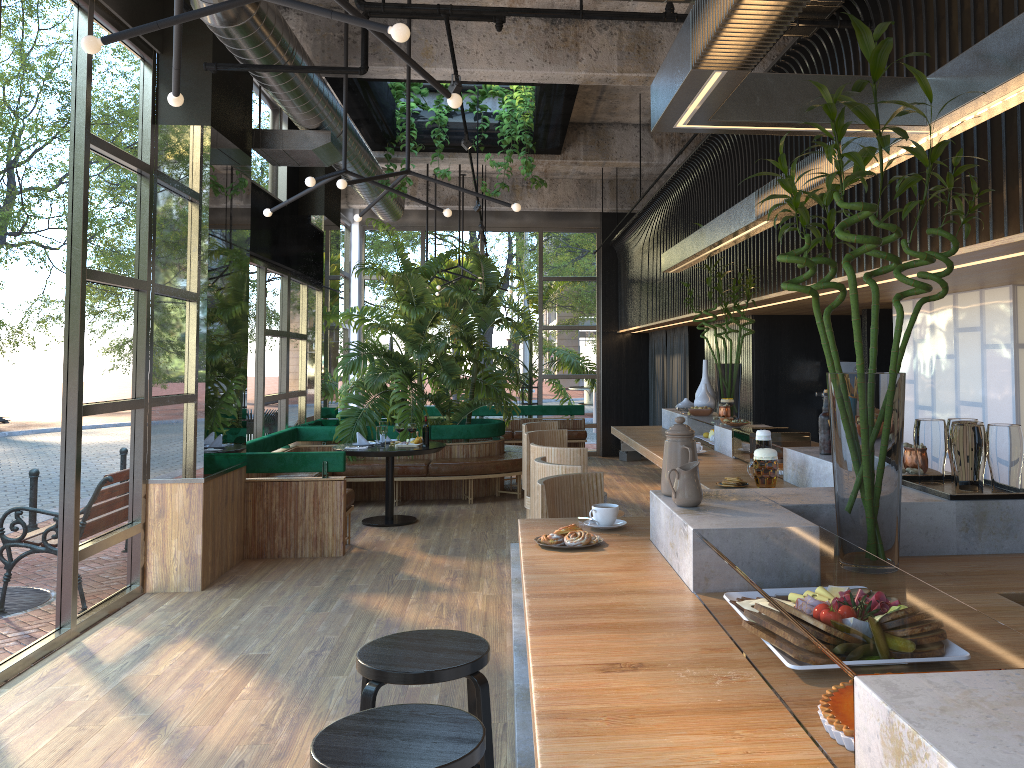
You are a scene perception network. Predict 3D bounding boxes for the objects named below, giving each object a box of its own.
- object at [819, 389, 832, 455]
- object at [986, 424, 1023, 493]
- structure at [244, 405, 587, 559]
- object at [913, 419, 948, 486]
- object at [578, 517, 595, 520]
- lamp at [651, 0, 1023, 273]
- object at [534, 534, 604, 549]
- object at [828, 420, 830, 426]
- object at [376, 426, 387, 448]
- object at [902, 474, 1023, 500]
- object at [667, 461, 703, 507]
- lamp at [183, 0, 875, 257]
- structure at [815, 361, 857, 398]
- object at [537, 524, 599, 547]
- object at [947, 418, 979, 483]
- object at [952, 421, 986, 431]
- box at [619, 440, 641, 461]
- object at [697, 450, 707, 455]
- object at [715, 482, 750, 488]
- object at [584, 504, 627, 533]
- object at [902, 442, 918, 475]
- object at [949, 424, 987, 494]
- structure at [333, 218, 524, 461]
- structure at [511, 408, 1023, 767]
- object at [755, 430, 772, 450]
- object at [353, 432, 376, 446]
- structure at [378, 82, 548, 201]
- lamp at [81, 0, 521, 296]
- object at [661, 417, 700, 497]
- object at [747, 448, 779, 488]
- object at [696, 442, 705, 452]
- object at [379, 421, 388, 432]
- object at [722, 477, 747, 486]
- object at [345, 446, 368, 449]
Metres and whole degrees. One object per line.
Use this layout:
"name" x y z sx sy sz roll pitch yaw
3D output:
"object" 1.342 0.159 3.771 0.072 0.277 0.078 -2 -3 33
"object" 1.467 0.226 2.642 0.100 0.210 0.110 -2 -3 42
"structure" 0.539 0.703 4.632 6.075 1.551 19.954 0 2 -1
"object" 1.354 0.220 2.870 0.100 0.210 0.110 -2 -3 42
"object" 0.259 0.458 3.022 0.030 0.027 0.131 0 1 -24
"lamp" 2.572 -1.899 4.231 5.051 2.136 6.640 0 1 -8
"object" 0.172 0.475 2.681 0.197 0.013 0.215 1 2 33
"object" 1.339 0.221 3.601 0.103 0.162 0.107 -1 -2 32
"object" -1.260 0.513 8.579 0.101 0.210 0.109 -1 -2 32
"object" 1.390 0.318 2.753 0.275 0.019 0.434 0 2 -2
"object" 0.480 0.278 2.465 0.099 0.119 0.087 0 -1 6
"lamp" -0.291 -2.338 9.203 3.824 1.533 9.933 0 2 -4
"structure" 3.144 0.568 8.089 0.554 1.598 0.831 0 -2 -2
"object" 0.176 0.456 2.675 0.155 0.053 0.160 1 2 42
"object" 1.469 0.219 2.889 0.100 0.210 0.110 -2 -3 42
"object" 1.417 0.223 2.757 0.101 0.210 0.109 -1 -2 32
"box" 1.864 0.981 14.008 0.339 0.443 0.273 0 -2 -14
"object" 1.050 0.399 5.162 0.162 0.020 0.158 0 2 -6
"object" 0.958 0.440 3.852 0.156 0.013 0.143 -1 2 -32
"object" 0.213 0.442 2.821 0.175 0.073 0.433 0 2 33
"object" 1.412 0.261 3.146 0.086 0.107 0.161 -1 -1 43
"object" 1.359 0.226 2.643 0.100 0.210 0.110 -2 -3 42
"structure" -1.061 -0.367 11.198 2.500 3.443 2.590 0 -1 -18
"structure" 2.952 0.622 3.993 5.891 1.732 7.068 0 1 -3
"object" 1.148 0.324 4.050 0.072 0.233 0.077 -1 -3 30
"object" -1.467 0.547 8.824 0.240 0.139 0.225 0 0 -19
"structure" -0.400 -2.759 9.938 2.094 1.519 1.461 0 -1 26
"lamp" 0.748 -2.063 5.026 5.123 1.825 18.753 0 2 -1
"object" 0.500 0.215 2.669 0.123 0.235 0.205 1 -2 -34
"object" 1.088 0.361 3.824 0.113 0.172 0.135 0 -1 -9
"object" 1.072 0.371 5.164 0.137 0.064 0.107 0 1 -24
"object" -1.269 0.490 8.746 0.095 0.245 0.089 1 -3 -20
"object" 0.960 0.425 3.855 0.093 0.041 0.147 0 1 31
"object" -1.477 0.609 8.564 0.257 0.019 0.156 0 2 -4
